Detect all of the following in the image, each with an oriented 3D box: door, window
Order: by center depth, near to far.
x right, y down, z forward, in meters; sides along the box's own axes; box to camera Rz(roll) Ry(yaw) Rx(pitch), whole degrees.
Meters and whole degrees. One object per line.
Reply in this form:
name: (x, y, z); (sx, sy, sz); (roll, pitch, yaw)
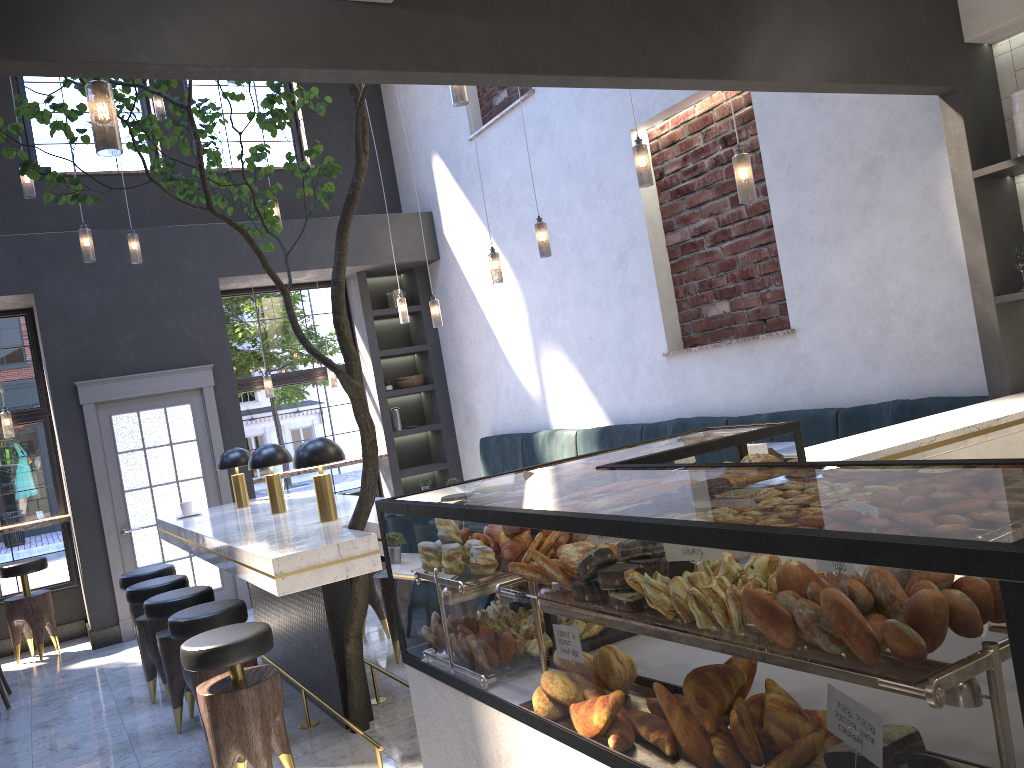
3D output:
window: (-0.796, -1.461, 3.027); (6.401, 5.364, 12.718); (-10, 0, -29)
door: (-3.012, 1.004, 7.741); (1.131, 2.219, 0.152); (-10, 0, -29)

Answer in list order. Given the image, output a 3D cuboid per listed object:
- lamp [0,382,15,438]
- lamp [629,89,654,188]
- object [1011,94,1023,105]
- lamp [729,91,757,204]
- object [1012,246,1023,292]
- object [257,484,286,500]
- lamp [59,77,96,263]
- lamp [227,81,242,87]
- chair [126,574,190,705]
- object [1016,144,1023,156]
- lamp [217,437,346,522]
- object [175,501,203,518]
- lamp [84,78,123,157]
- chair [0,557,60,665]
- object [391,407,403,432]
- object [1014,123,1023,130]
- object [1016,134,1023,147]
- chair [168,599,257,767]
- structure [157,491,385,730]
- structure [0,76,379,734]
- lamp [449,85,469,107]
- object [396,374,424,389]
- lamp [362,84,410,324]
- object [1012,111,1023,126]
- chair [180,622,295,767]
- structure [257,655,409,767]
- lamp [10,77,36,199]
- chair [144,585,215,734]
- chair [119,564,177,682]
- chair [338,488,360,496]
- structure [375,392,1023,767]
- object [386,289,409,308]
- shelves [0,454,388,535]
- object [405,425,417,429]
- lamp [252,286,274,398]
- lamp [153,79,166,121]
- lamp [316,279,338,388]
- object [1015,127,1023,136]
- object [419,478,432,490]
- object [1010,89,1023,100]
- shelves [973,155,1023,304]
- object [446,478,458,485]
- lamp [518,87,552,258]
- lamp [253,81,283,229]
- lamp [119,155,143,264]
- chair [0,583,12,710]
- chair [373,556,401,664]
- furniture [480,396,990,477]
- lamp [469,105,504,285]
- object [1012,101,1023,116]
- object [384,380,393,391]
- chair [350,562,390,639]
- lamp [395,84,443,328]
lamp: (-4.463, -0.243, 7.663); (0.078, 1.429, 0.078); (-10, 0, 23)
lamp: (0.368, -3.078, 4.719); (0.078, 4.105, 0.078); (-10, 0, -44)
object: (2.170, -1.171, 3.693); (0.153, 0.067, 0.153); (-10, 0, 17)
lamp: (0.749, -2.868, 4.108); (0.078, 4.105, 0.078); (-10, 0, -44)
object: (2.184, -0.494, 3.793); (0.070, 0.188, 0.070); (-10, 0, -38)
object: (-1.767, 0.794, 6.543); (0.175, 0.097, 0.301); (-10, 0, -38)
lamp: (-3.215, -2.855, 6.018); (0.078, 4.105, 0.078); (-10, 0, -44)
lamp: (-1.851, -3.650, 4.812); (0.078, 4.105, 0.078); (-10, 0, -44)
chair: (-2.152, 1.593, 5.529); (0.370, 0.737, 0.372); (-10, 0, -38)
object: (2.196, -0.980, 3.701); (0.153, 0.055, 0.153); (-10, 0, 23)
lamp: (-0.465, -1.068, 1.767); (8.842, 3.256, 4.179); (-10, 0, 44)
object: (-2.273, 0.878, 6.222); (0.175, 0.098, 0.204); (-10, 0, -24)
lamp: (-1.598, -2.741, 2.754); (0.078, 4.105, 0.078); (-10, 0, 1)
chair: (-4.024, 1.885, 7.405); (0.371, 0.821, 0.371); (-10, 0, 24)
object: (-1.213, 0.371, 9.326); (0.098, 0.248, 0.098); (-10, 0, 10)
object: (2.182, -1.077, 3.697); (0.153, 0.075, 0.154); (-10, 0, 28)
object: (2.193, -1.016, 3.700); (0.152, 0.074, 0.154); (-10, 0, -26)
chair: (-1.432, 1.461, 4.342); (0.372, 0.737, 0.370); (-10, 0, -2)
structure: (-1.248, 1.276, 5.195); (0.989, 1.050, 3.492); (-10, 0, -29)
structure: (-1.176, -1.244, 4.351); (3.745, 5.989, 2.805); (-10, 0, 14)
lamp: (-0.586, -3.336, 4.154); (0.078, 4.105, 0.078); (-10, 0, 1)
object: (-1.089, -0.019, 9.508); (0.304, 0.123, 0.305); (-10, 0, -8)
lamp: (-1.290, -2.562, 7.819); (0.078, 4.105, 0.078); (-10, 0, -44)
object: (2.176, -1.106, 3.696); (0.153, 0.060, 0.153); (-10, 0, 43)
chair: (-1.134, 1.405, 3.704); (0.372, 0.737, 0.370); (-10, 0, 14)
structure: (-1.178, 1.690, 5.196); (0.495, 0.210, 3.501); (-10, 0, -29)
lamp: (-3.848, -3.380, 6.438); (0.078, 4.105, 0.078); (-10, 0, -44)
chair: (-1.795, 1.527, 4.937); (0.372, 0.737, 0.370); (-10, 0, 14)
chair: (-2.474, 1.653, 6.160); (0.372, 0.737, 0.370); (-10, 0, 14)
chair: (-1.489, 1.460, 8.829); (0.371, 0.821, 0.371); (-10, 0, 24)
structure: (2.501, 0.473, 0.669); (3.203, 1.300, 5.809); (-10, 0, -29)
object: (-1.230, -0.904, 9.529); (0.213, 0.215, 0.213); (-10, 0, -20)
shelves: (-3.262, 1.070, 8.205); (4.400, 0.043, 0.384); (-10, 0, -29)
object: (-1.064, 0.459, 9.368); (0.130, 0.026, 0.130); (-10, -1, 44)
lamp: (-2.508, -0.571, 8.761); (0.078, 1.429, 0.078); (-10, 0, 23)
lamp: (-3.376, -4.313, 7.661); (0.078, 4.105, 0.078); (-10, 0, -44)
lamp: (-1.942, -0.666, 9.079); (0.078, 1.429, 0.078); (-10, 0, 1)
object: (2.189, -1.045, 3.699); (0.153, 0.062, 0.153); (-10, 0, 0)
object: (-0.753, 0.897, 7.743); (0.123, 0.165, 0.118); (-10, 0, 39)
object: (2.162, -1.202, 3.690); (0.153, 0.070, 0.153); (-10, 0, 17)
shelves: (3.028, -0.813, 2.330); (0.300, 0.580, 3.603); (-10, 0, -29)
object: (-0.475, 0.846, 7.233); (0.123, 0.165, 0.118); (-10, 0, 39)
lamp: (-0.131, -2.838, 5.678); (0.078, 4.105, 0.078); (-10, 0, 23)
lamp: (-2.123, -3.193, 6.708); (0.078, 4.105, 0.078); (-10, 0, -44)
lamp: (-3.202, -2.945, 6.751); (0.078, 4.105, 0.078); (-10, 0, -44)
chair: (-3.711, 1.804, 6.033); (0.521, 0.851, 0.497); (-10, 0, -30)
chair: (-0.687, 1.342, 5.560); (0.372, 0.737, 0.370); (-10, 0, 14)
furniture: (-1.435, 1.256, 5.019); (6.017, 1.151, 5.344); (-10, 0, -29)
lamp: (-0.444, -2.732, 6.266); (0.078, 4.105, 0.078); (-10, 0, 23)
object: (2.172, -1.141, 3.694); (0.154, 0.076, 0.153); (-10, 0, -8)
object: (-1.316, 0.021, 9.354); (0.117, 0.119, 0.116); (-10, 0, 37)
chair: (-1.022, 1.404, 6.173); (0.372, 0.737, 0.370); (-10, 0, 14)
lamp: (-0.950, -2.490, 7.238); (0.078, 4.105, 0.078); (-10, 0, -44)
